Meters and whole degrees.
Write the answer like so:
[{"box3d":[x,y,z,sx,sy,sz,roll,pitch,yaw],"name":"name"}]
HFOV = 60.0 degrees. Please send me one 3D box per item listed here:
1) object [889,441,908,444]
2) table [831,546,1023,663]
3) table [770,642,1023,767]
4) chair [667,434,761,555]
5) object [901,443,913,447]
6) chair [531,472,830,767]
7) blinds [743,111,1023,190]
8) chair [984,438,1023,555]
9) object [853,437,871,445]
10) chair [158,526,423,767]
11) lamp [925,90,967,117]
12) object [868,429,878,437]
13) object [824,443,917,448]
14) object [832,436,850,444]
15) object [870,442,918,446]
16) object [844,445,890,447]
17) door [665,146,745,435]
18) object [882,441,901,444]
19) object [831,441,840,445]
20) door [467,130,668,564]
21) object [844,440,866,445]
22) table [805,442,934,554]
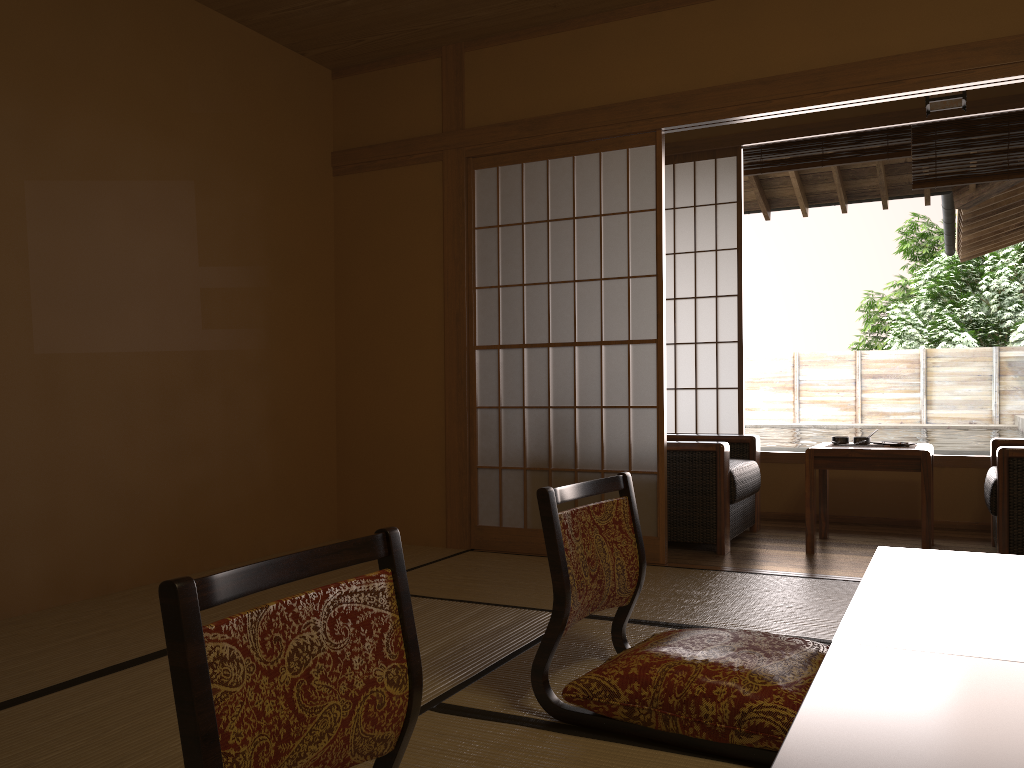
[{"box3d":[1.851,0.280,4.295,0.006,0.007,0.230,-1,-1,-8],"name":"object"},{"box3d":[1.191,0.597,1.677,0.995,0.357,0.994,-1,-1,27],"name":"table"},{"box3d":[0.748,0.590,0.786,0.995,0.357,0.994,-1,-1,27],"name":"table"},{"box3d":[0.805,0.429,4.751,0.943,0.779,0.872,-1,0,27],"name":"chair"},{"box3d":[1.861,0.288,4.174,0.050,0.018,0.015,-1,0,13],"name":"object"},{"box3d":[0.451,0.514,2.122,0.687,0.546,0.582,-1,0,31],"name":"chair"},{"box3d":[2.288,-1.407,5.075,1.932,0.594,0.048,-1,0,27],"name":"blinds"},{"box3d":[2.590,0.402,3.859,0.943,0.779,0.872,-1,0,27],"name":"chair"},{"box3d":[1.743,0.282,4.415,0.084,0.037,0.084,-1,-1,18],"name":"object"},{"box3d":[-0.030,0.506,1.146,0.699,0.546,0.582,-1,0,26],"name":"chair"},{"box3d":[2.011,-1.614,4.112,0.330,0.682,0.330,0,0,27],"name":"lamp"},{"box3d":[1.768,0.259,4.419,0.117,0.068,0.038,0,0,-8],"name":"object"},{"box3d":[1.750,0.300,4.319,0.401,0.003,0.300,-1,-1,27],"name":"object"},{"box3d":[1.652,0.283,4.458,0.084,0.037,0.084,0,-1,-35],"name":"object"},{"box3d":[1.846,0.291,4.292,0.131,0.015,0.181,0,-1,-18],"name":"object"},{"box3d":[1.689,0.296,4.253,0.230,0.007,0.006,-1,0,22],"name":"object"},{"box3d":[0.979,-0.516,5.675,0.992,1.873,0.040,0,0,27],"name":"door"},{"box3d":[1.829,0.280,4.285,0.006,0.007,0.230,-1,-1,1],"name":"object"},{"box3d":[1.599,0.292,4.378,0.015,0.018,0.050,-1,-1,-22],"name":"object"},{"box3d":[0.240,-0.156,4.189,0.992,1.934,0.040,0,0,27],"name":"door"},{"box3d":[1.660,0.287,4.329,0.130,0.026,0.038,-1,0,11],"name":"object"},{"box3d":[1.751,0.551,4.322,0.540,0.500,0.540,-1,0,27],"name":"table"}]
